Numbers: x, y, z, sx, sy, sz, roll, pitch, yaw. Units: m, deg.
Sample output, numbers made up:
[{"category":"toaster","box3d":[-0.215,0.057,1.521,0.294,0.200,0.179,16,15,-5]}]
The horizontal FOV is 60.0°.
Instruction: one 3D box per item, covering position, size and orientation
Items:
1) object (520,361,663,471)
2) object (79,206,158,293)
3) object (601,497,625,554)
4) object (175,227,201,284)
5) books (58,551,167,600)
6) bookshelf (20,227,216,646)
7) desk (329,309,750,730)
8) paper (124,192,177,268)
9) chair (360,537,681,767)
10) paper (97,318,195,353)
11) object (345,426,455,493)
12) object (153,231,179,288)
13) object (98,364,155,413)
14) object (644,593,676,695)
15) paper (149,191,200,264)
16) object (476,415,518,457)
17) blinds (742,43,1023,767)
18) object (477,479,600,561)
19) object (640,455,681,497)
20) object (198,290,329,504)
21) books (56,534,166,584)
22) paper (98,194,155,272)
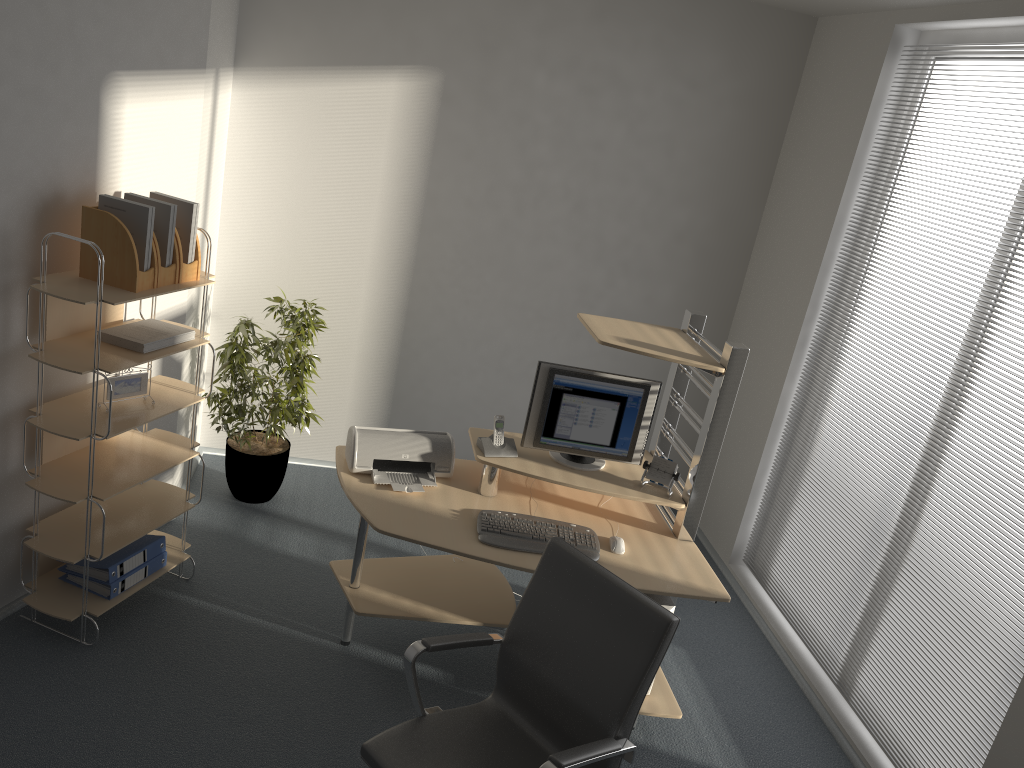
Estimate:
[{"category":"object","box3d":[0.329,0.127,3.732,0.516,0.418,0.245,12,18,2]},{"category":"object","box3d":[-1.410,-0.490,3.191,0.243,0.259,0.113,16,19,12]},{"category":"object","box3d":[0.420,0.544,3.750,0.168,0.088,0.742,9,18,-10]},{"category":"object","box3d":[-1.329,-0.549,3.417,0.243,0.259,0.113,18,19,17]},{"category":"books","box3d":[-1.638,0.744,3.652,0.262,0.072,0.320,17,19,15]},{"category":"bookshelf","box3d":[-1.529,0.171,3.477,0.381,1.572,0.724,17,19,14]},{"category":"desk","box3d":[0.032,0.477,3.524,1.469,1.566,0.967,8,19,-12]},{"category":"paper","box3d":[-1.364,-0.544,3.318,0.213,0.297,0.045,17,19,15]},{"category":"chair","box3d":[-0.026,1.071,2.544,0.652,1.048,0.584,-7,26,-44]},{"category":"paper","box3d":[-1.416,-0.190,3.447,0.213,0.046,0.297,16,19,14]},{"category":"object","box3d":[-0.443,0.304,3.645,0.438,0.162,0.351,5,19,-19]},{"category":"object","box3d":[-1.373,-0.521,3.305,0.243,0.259,0.113,17,19,15]},{"category":"object","box3d":[-1.476,0.010,3.407,0.077,0.161,0.192,23,22,32]},{"category":"object","box3d":[0.470,0.976,3.693,0.199,0.422,0.471,8,19,-12]},{"category":"paper","box3d":[-1.319,-0.572,3.430,0.213,0.297,0.045,18,19,17]},{"category":"object","box3d":[-0.053,0.210,3.677,0.150,0.151,0.119,3,20,-25]},{"category":"blinds","box3d":[1.713,0.042,3.638,0.037,2.749,1.950,8,19,-12]},{"category":"object","box3d":[0.092,0.511,3.655,0.478,0.082,0.814,10,18,-4]},{"category":"object","box3d":[0.609,0.371,3.628,0.154,0.135,0.093,20,20,23]},{"category":"object","box3d":[-1.262,0.077,4.615,0.544,1.147,0.644,17,19,16]},{"category":"books","box3d":[-1.636,0.691,3.637,0.263,0.100,0.320,17,19,15]},{"category":"paper","box3d":[-1.402,-0.514,3.204,0.213,0.297,0.045,16,19,12]}]
